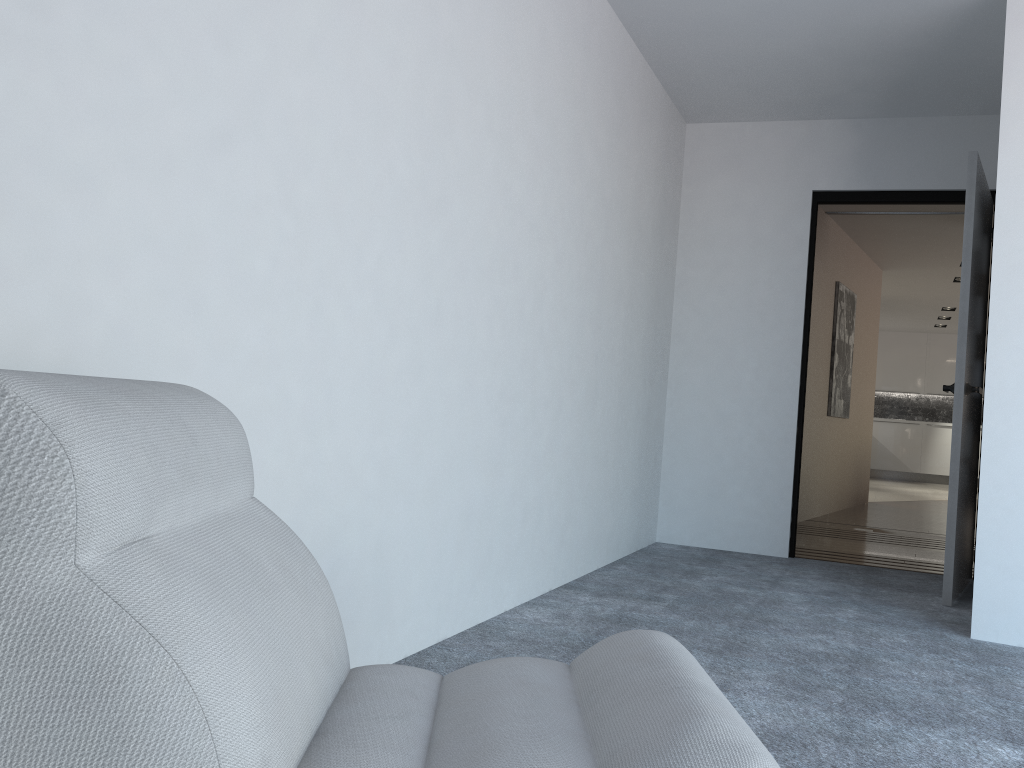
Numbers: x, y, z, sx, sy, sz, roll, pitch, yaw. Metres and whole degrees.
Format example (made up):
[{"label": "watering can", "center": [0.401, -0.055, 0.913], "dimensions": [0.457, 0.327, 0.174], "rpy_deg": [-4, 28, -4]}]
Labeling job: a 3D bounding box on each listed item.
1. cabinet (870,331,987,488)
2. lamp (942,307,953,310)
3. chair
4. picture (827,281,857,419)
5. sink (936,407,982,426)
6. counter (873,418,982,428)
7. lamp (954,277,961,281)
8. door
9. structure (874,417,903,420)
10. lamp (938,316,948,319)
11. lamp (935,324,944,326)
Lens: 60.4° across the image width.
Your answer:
[{"label": "cabinet", "center": [7.722, 0.390, 12.501], "dimensions": [6.690, 2.502, 4.596], "rpy_deg": [4, -2, 20]}, {"label": "lamp", "center": [5.973, -1.056, 12.040], "dimensions": [0.176, 0.077, 0.177], "rpy_deg": [4, -2, 4]}, {"label": "chair", "center": [-0.174, 0.381, 1.098], "dimensions": [0.966, 0.728, 0.594], "rpy_deg": [5, -2, -5]}, {"label": "picture", "center": [2.973, -0.281, 7.905], "dimensions": [0.027, 1.166, 0.787], "rpy_deg": [3, -3, 32]}, {"label": "sink", "center": [7.487, 0.654, 14.590], "dimensions": [1.115, 0.521, 0.526], "rpy_deg": [4, -2, 19]}, {"label": "counter", "center": [6.733, 0.618, 13.764], "dimensions": [3.896, 0.041, 2.782], "rpy_deg": [4, -2, 20]}, {"label": "lamp", "center": [5.009, -1.188, 9.788], "dimensions": [0.182, 0.077, 0.172], "rpy_deg": [5, -2, -14]}, {"label": "door", "center": [1.933, -0.056, 4.456], "dimensions": [0.967, 2.095, 1.011], "rpy_deg": [4, -2, 21]}, {"label": "structure", "center": [6.370, 0.595, 14.959], "dimensions": [0.603, 0.011, 0.586], "rpy_deg": [4, -2, 21]}, {"label": "lamp", "center": [6.365, -1.002, 12.962], "dimensions": [0.176, 0.077, 0.177], "rpy_deg": [4, -2, 4]}, {"label": "lamp", "center": [6.759, -0.949, 13.880], "dimensions": [0.180, 0.077, 0.174], "rpy_deg": [5, -2, -8]}]
